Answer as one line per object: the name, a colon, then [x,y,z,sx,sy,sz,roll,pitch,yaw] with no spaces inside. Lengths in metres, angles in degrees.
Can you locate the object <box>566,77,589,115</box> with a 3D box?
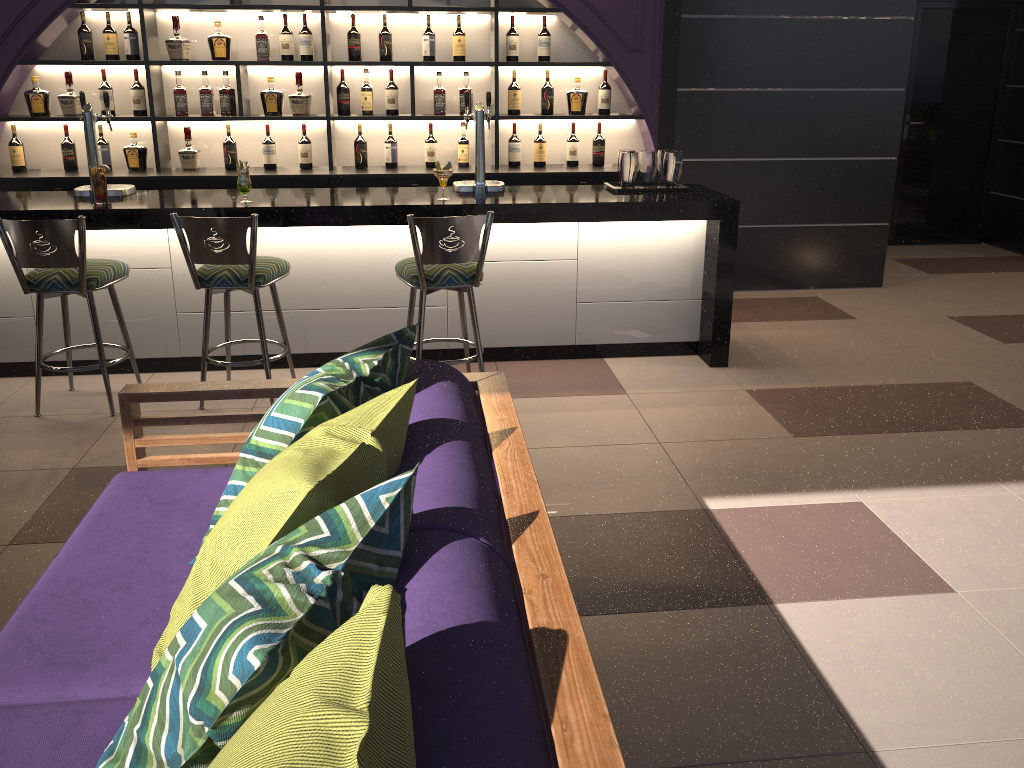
object: [0.442,-1.950,5.995,0.151,0.244,0.095,4,17,12]

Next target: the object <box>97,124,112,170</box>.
object: [-2.671,-1.547,5.765,0.086,0.310,0.105,0,17,-1]

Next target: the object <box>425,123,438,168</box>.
object: [-0.548,-1.618,6.000,0.087,0.293,0.087,15,22,40]

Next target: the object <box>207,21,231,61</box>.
object: [-1.882,-2.204,5.694,0.151,0.244,0.095,-5,18,-17]

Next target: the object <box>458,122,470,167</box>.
object: [-0.332,-1.640,6.061,0.080,0.294,0.081,-1,17,-4]

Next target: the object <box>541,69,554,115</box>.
object: [0.239,-1.964,5.962,0.087,0.292,0.087,15,22,40]

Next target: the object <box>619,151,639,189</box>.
object: [0.641,-1.170,4.871,0.105,0.205,0.107,0,17,-1]

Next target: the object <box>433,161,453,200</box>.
object: [-0.351,-1.040,4.514,0.106,0.194,0.107,7,18,21]

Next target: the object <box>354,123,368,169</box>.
object: [-1.014,-1.593,5.927,0.087,0.292,0.087,15,22,40]

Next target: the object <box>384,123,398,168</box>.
object: [-0.817,-1.612,5.961,0.086,0.310,0.105,0,17,-1]

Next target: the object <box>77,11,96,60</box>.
object: [-2.701,-2.201,5.604,0.087,0.292,0.087,15,22,40]

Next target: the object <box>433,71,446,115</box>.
object: [-0.487,-1.952,5.942,0.083,0.277,0.084,-2,17,-6]

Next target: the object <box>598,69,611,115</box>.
object: [0.632,-1.986,6.028,0.087,0.293,0.087,15,22,40]

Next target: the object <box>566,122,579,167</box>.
object: [0.420,-1.652,6.102,0.087,0.293,0.087,15,22,40]

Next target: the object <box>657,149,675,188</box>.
object: [0.869,-1.216,5.002,0.105,0.205,0.107,0,17,-1]

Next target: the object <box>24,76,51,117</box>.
object: [-3.016,-1.828,5.628,0.151,0.244,0.095,-5,18,-17]

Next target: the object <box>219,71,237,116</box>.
object: [-1.859,-1.897,5.778,0.083,0.277,0.084,4,17,13]

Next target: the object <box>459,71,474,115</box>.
object: [-0.307,-1.952,5.943,0.083,0.277,0.084,4,17,13]

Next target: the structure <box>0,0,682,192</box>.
structure: [-1.198,-1.876,5.748,4.628,2.715,0.539,-2,17,-6]

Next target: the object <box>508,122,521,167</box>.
object: [0.017,-1.636,6.055,0.087,0.293,0.087,15,22,40]

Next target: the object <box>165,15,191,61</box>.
object: [-2.134,-2.205,5.650,0.123,0.274,0.125,2,17,7]

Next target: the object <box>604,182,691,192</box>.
object: [0.757,-1.110,4.983,0.437,0.018,0.277,-2,20,-6]

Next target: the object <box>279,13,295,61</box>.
object: [-1.468,-2.255,5.761,0.087,0.293,0.087,15,22,40]

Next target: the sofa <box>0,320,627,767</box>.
sofa: [-0.465,0.542,1.629,1.119,0.904,2.164,-2,19,-6]

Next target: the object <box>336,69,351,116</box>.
object: [-1.113,-1.924,5.838,0.087,0.294,0.087,15,22,40]

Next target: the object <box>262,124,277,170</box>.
object: [-1.608,-1.569,5.855,0.087,0.293,0.087,15,22,40]

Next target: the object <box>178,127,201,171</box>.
object: [-2.125,-1.549,5.827,0.123,0.274,0.125,-2,17,-6]

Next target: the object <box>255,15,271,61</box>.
object: [-1.612,-2.231,5.718,0.083,0.277,0.084,-2,17,-6]

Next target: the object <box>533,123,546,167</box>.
object: [0.191,-1.634,6.053,0.087,0.294,0.087,15,22,40]

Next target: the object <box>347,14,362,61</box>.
object: [-1.031,-2.261,5.781,0.087,0.294,0.087,15,22,40]

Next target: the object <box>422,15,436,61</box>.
object: [-0.548,-2.285,5.832,0.086,0.310,0.105,0,17,-1]

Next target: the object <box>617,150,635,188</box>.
object: [0.641,-1.207,4.975,0.105,0.205,0.107,0,17,-1]

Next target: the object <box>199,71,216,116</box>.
object: [-1.995,-1.898,5.782,0.083,0.277,0.084,-2,17,-6]

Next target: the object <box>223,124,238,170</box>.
object: [-1.859,-1.562,5.833,0.087,0.292,0.087,15,22,40]

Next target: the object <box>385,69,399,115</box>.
object: [-0.798,-1.936,5.876,0.087,0.293,0.087,15,22,40]

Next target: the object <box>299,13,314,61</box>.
object: [-1.340,-2.251,5.752,0.087,0.293,0.087,15,22,40]

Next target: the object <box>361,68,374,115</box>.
object: [-0.964,-1.940,5.880,0.080,0.294,0.081,-1,17,-4]

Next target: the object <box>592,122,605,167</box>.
object: [0.599,-1.655,6.110,0.087,0.294,0.087,15,22,40]

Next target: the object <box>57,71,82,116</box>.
object: [-2.818,-1.853,5.656,0.123,0.274,0.125,2,17,7]

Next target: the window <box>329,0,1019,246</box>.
window: [-1.332,-2.292,6.924,11.541,2.715,1.975,-2,18,-6]

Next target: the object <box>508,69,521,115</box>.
object: [0.015,-1.954,5.937,0.087,0.294,0.087,15,22,40]

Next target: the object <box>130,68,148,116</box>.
object: [-2.406,-1.875,5.694,0.087,0.293,0.087,15,22,40]

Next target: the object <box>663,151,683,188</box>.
object: [0.888,-1.177,4.893,0.105,0.205,0.107,0,17,-1]

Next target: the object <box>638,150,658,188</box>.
object: [0.756,-1.191,4.930,0.105,0.205,0.107,0,17,-1]

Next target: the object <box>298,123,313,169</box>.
object: [-1.380,-1.585,5.900,0.087,0.293,0.087,15,22,40]

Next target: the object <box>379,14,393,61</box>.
object: [-0.830,-2.267,5.802,0.087,0.292,0.087,15,22,40]

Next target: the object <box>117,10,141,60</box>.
object: [-2.418,-2.209,5.607,0.086,0.310,0.105,0,17,-1]

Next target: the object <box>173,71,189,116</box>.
object: [-2.151,-1.883,5.737,0.083,0.277,0.084,-6,18,-20]

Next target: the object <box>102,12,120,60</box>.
object: [-2.552,-2.206,5.622,0.087,0.294,0.087,15,22,40]

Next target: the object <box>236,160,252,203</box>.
object: [-1.334,-1.012,4.408,0.069,0.207,0.070,-7,18,-22]

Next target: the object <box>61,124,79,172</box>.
object: [-2.877,-1.532,5.742,0.087,0.294,0.087,15,22,40]

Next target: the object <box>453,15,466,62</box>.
object: [-0.350,-2.284,5.856,0.087,0.294,0.087,15,22,40]

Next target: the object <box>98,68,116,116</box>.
object: [-2.594,-1.861,5.654,0.087,0.293,0.087,15,22,40]

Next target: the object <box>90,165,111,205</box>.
object: [-2.010,-0.976,4.335,0.085,0.186,0.068,6,18,18]

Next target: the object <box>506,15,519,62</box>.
object: [0.003,-2.300,5.900,0.087,0.293,0.087,15,22,40]

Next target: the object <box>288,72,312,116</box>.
object: [-1.391,-1.903,5.807,0.123,0.274,0.125,2,17,7]

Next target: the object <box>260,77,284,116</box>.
object: [-1.567,-1.879,5.782,0.151,0.244,0.096,-1,17,-4]

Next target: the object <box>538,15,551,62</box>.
object: [0.216,-2.305,5.917,0.087,0.293,0.087,15,22,40]

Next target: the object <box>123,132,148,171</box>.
object: [-2.464,-1.520,5.791,0.151,0.244,0.096,1,17,4]

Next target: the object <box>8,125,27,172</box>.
object: [-3.196,-1.520,5.709,0.087,0.294,0.087,15,22,40]
